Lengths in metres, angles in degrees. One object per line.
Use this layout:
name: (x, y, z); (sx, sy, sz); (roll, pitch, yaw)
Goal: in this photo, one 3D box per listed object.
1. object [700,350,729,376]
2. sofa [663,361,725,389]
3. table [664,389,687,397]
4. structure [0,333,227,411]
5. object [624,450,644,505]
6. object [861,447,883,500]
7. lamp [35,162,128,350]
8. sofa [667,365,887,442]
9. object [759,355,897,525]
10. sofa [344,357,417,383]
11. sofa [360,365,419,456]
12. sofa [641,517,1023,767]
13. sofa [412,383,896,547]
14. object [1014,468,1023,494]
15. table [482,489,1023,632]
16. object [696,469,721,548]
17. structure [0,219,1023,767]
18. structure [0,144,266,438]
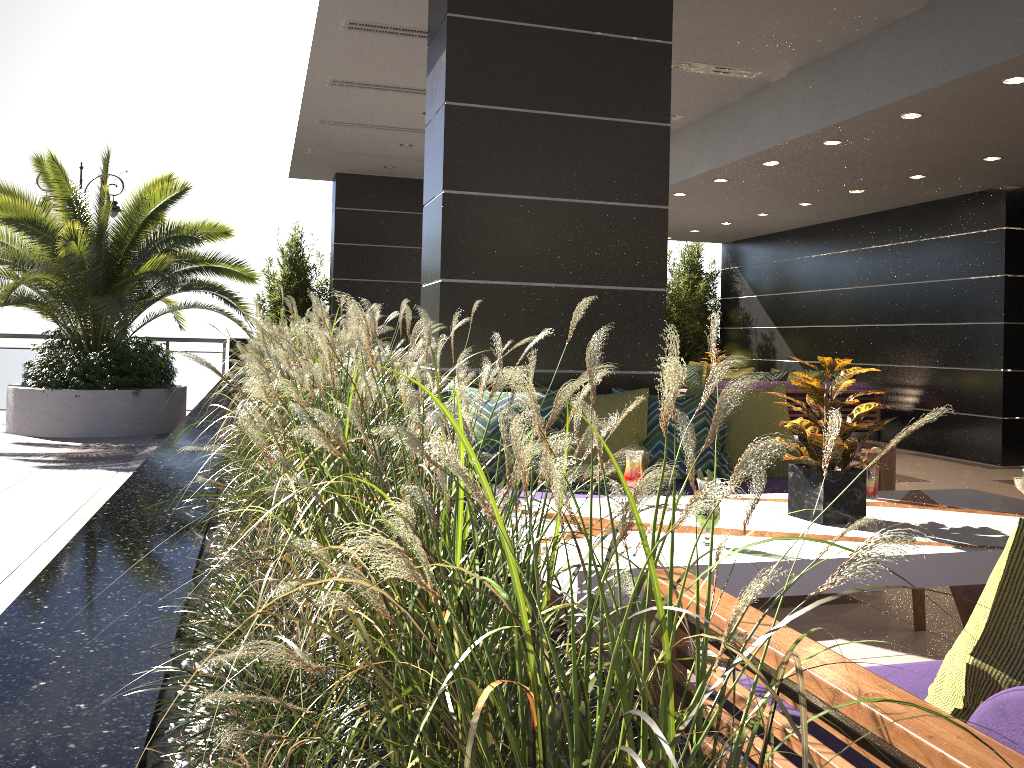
object: (2.577, -0.170, 11.170); (0.430, 0.527, 0.425); (1, 0, 1)
sofa: (2.238, 0.121, 12.440); (2.125, 0.920, 1.120); (1, 1, -16)
table: (2.607, 0.370, 11.184); (2.036, 0.554, 0.942); (1, 2, -16)
structure: (-7.514, 0.278, 2.163); (12.911, 1.059, 17.513); (1, 3, -16)
object: (0.421, 0.321, 3.054); (0.068, 0.181, 0.069); (2, -1, -33)
object: (1.335, 0.330, 3.277); (0.084, 0.190, 0.067); (1, -1, 9)
lamp: (-5.666, -1.240, 11.541); (1.121, 3.330, 0.264); (2, -1, -16)
sofa: (2.941, 0.252, 9.970); (2.125, 0.920, 1.120); (1, 1, -16)
object: (1.018, 0.174, 2.849); (0.430, 0.527, 0.425); (1, 0, -4)
sofa: (-0.985, 0.159, 9.873); (2.125, 0.920, 1.120); (1, 1, -16)
sofa: (-0.283, 0.290, 7.403); (2.125, 0.920, 1.120); (1, 1, -16)
sofa: (1.409, 0.605, 1.457); (2.125, 0.920, 1.120); (1, 1, -16)
sofa: (0.602, 0.454, 4.292); (2.125, 0.920, 1.120); (1, 1, -16)
object: (1.631, 0.357, 2.774); (0.106, 0.197, 0.105); (1, 0, 12)
table: (1.001, 0.713, 2.849); (2.036, 0.554, 0.942); (1, 2, -16)
object: (0.540, 0.338, 2.438); (0.068, 0.211, 0.069); (2, -1, -33)
structure: (3.032, -0.491, 2.127); (7.813, 3.123, 24.743); (1, 3, -16)
structure: (-4.757, -1.135, 10.119); (3.753, 3.305, 3.799); (2, 1, 27)
